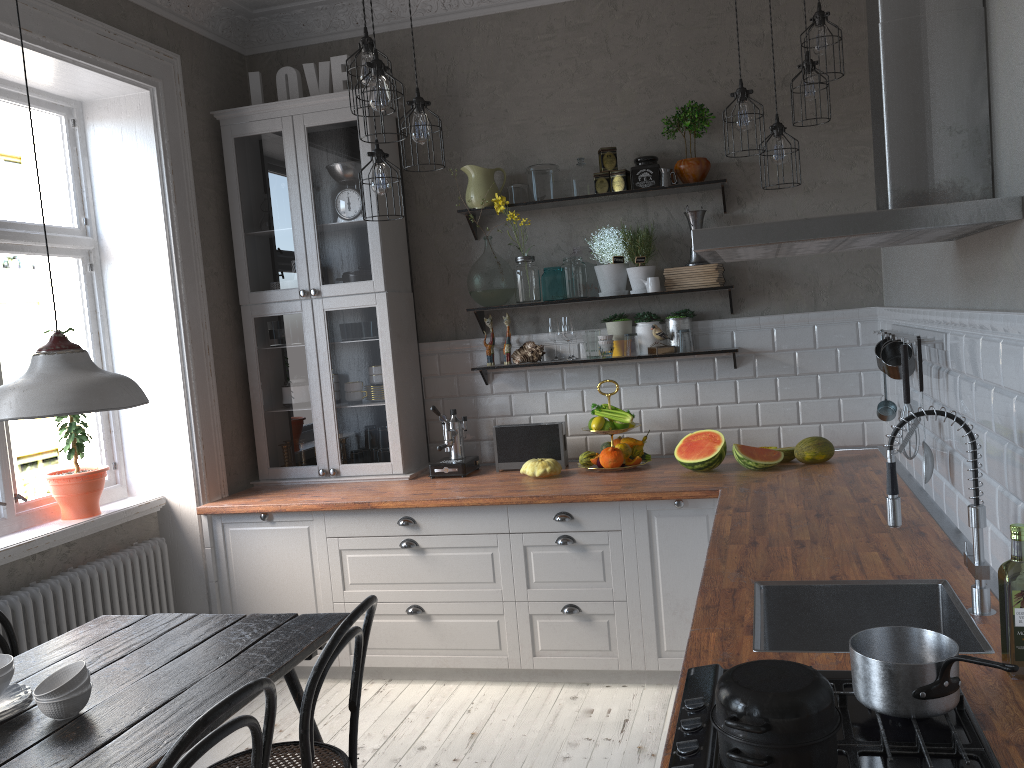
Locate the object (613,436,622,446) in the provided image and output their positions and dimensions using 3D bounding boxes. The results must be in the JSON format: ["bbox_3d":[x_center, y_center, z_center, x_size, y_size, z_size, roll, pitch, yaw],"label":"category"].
[{"bbox_3d":[0.518,0.299,4.290,0.085,0.093,0.087,-4,4,11],"label":"object"}]

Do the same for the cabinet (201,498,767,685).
[{"bbox_3d":[0.350,0.925,3.013,2.024,0.854,4.118,-7,5,-28],"label":"cabinet"}]

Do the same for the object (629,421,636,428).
[{"bbox_3d":[0.561,0.192,4.212,0.051,0.050,0.050,-3,4,24],"label":"object"}]

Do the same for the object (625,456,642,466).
[{"bbox_3d":[0.568,0.361,4.156,0.069,0.051,0.088,-7,5,-27],"label":"object"}]

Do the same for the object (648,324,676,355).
[{"bbox_3d":[0.725,-0.218,4.280,0.120,0.147,0.099,-6,4,-17],"label":"object"}]

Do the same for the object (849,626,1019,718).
[{"bbox_3d":[0.711,0.473,1.467,0.178,0.134,0.297,-8,5,-40],"label":"object"}]

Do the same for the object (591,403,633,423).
[{"bbox_3d":[0.474,0.135,4.190,0.208,0.101,0.068,-3,4,21],"label":"object"}]

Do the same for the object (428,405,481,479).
[{"bbox_3d":[-0.311,0.270,4.367,0.203,0.370,0.357,-4,4,15],"label":"object"}]

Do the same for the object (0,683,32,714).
[{"bbox_3d":[-1.299,0.788,2.147,0.232,0.027,0.242,-2,5,38],"label":"object"}]

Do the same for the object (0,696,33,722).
[{"bbox_3d":[-1.297,0.805,2.148,0.233,0.027,0.242,-2,5,33],"label":"object"}]

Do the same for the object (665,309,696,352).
[{"bbox_3d":[0.835,-0.265,4.349,0.157,0.213,0.154,-4,4,13],"label":"object"}]

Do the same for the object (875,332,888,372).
[{"bbox_3d":[1.444,-0.118,3.376,0.106,0.161,0.139,-3,5,27],"label":"object"}]

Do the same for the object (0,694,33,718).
[{"bbox_3d":[-1.298,0.796,2.148,0.240,0.027,0.234,-6,4,-17],"label":"object"}]

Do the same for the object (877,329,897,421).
[{"bbox_3d":[1.530,-0.035,3.635,0.076,0.379,0.083,-4,4,15],"label":"object"}]

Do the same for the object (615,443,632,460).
[{"bbox_3d":[0.519,0.317,4.172,0.087,0.078,0.089,-1,5,41],"label":"object"}]

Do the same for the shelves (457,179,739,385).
[{"bbox_3d":[0.428,-0.455,4.376,1.303,0.923,0.231,-4,4,14],"label":"shelves"}]

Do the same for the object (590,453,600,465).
[{"bbox_3d":[0.412,0.360,4.236,0.090,0.057,0.083,-9,5,-43],"label":"object"}]

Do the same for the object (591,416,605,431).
[{"bbox_3d":[0.406,0.186,4.166,0.058,0.069,0.080,-2,5,34],"label":"object"}]

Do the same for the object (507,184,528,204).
[{"bbox_3d":[0.032,-0.939,4.431,0.102,0.111,0.104,-4,4,15],"label":"object"}]

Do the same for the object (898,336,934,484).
[{"bbox_3d":[1.255,0.072,2.788,0.080,0.443,0.332,-4,4,16],"label":"object"}]

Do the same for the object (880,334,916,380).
[{"bbox_3d":[1.366,-0.095,3.130,0.106,0.161,0.139,-2,5,32],"label":"object"}]

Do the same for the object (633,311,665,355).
[{"bbox_3d":[0.674,-0.255,4.380,0.170,0.214,0.150,-1,6,45],"label":"object"}]

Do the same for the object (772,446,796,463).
[{"bbox_3d":[1.223,0.319,4.006,0.203,0.073,0.118,-6,4,-22],"label":"object"}]

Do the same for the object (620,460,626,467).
[{"bbox_3d":[0.503,0.371,4.178,0.070,0.065,0.070,-2,5,36],"label":"object"}]

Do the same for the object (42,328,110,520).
[{"bbox_3d":[-1.894,0.167,3.797,0.254,0.813,0.265,-1,6,42],"label":"object"}]

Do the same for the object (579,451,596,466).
[{"bbox_3d":[0.384,0.356,4.280,0.075,0.072,0.155,-1,6,44],"label":"object"}]

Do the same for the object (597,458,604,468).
[{"bbox_3d":[0.432,0.366,4.248,0.070,0.076,0.228,-5,4,-2],"label":"object"}]

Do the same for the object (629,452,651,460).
[{"bbox_3d":[0.585,0.341,4.278,0.055,0.044,0.212,-8,5,-36],"label":"object"}]

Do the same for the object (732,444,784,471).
[{"bbox_3d":[1.079,0.315,3.858,0.225,0.127,0.148,-5,4,-3],"label":"object"}]

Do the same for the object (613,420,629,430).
[{"bbox_3d":[0.514,0.200,4.192,0.076,0.062,0.099,-6,4,-12],"label":"object"}]

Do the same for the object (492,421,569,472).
[{"bbox_3d":[0.092,0.309,4.364,0.348,0.226,0.089,-4,4,14],"label":"object"}]

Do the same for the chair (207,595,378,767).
[{"bbox_3d":[-0.591,1.024,2.303,0.544,0.921,0.441,-4,4,12],"label":"chair"}]

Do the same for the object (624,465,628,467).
[{"bbox_3d":[0.540,0.389,4.228,0.065,0.014,0.066,-7,4,-28],"label":"object"}]

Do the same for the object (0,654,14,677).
[{"bbox_3d":[-1.304,0.732,2.143,0.179,0.094,0.180,-4,4,6],"label":"object"}]

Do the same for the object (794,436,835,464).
[{"bbox_3d":[1.339,0.292,3.924,0.207,0.119,0.130,-6,4,-23],"label":"object"}]

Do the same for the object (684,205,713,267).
[{"bbox_3d":[0.885,-0.709,4.245,0.131,0.288,0.130,-5,4,0],"label":"object"}]

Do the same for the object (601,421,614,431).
[{"bbox_3d":[0.451,0.205,4.172,0.063,0.061,0.067,-4,4,15],"label":"object"}]

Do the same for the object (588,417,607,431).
[{"bbox_3d":[0.413,0.196,4.243,0.095,0.078,0.101,-5,4,2],"label":"object"}]

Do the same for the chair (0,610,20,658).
[{"bbox_3d":[-1.473,1.079,2.563,0.540,0.921,0.445,-3,5,27],"label":"chair"}]

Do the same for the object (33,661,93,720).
[{"bbox_3d":[-1.082,0.742,2.135,0.122,0.119,0.130,-2,5,31],"label":"object"}]

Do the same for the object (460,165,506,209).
[{"bbox_3d":[-0.142,-0.977,4.409,0.187,0.216,0.176,-3,5,29],"label":"object"}]

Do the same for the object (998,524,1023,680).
[{"bbox_3d":[0.955,0.400,1.631,0.088,0.282,0.082,-4,4,15],"label":"object"}]

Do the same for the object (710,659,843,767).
[{"bbox_3d":[0.390,0.503,1.309,0.191,0.147,0.192,-5,4,-5],"label":"object"}]

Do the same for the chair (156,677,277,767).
[{"bbox_3d":[-0.740,1.068,1.839,0.541,0.921,0.444,-3,4,22],"label":"chair"}]

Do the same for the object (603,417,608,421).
[{"bbox_3d":[0.444,0.185,4.312,0.057,0.054,0.061,-1,5,40],"label":"object"}]

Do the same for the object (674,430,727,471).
[{"bbox_3d":[0.843,0.303,3.966,0.231,0.174,0.222,-2,5,37],"label":"object"}]

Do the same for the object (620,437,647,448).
[{"bbox_3d":[0.580,0.280,4.229,0.126,0.056,0.060,-4,4,7],"label":"object"}]

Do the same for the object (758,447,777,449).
[{"bbox_3d":[1.136,0.321,4.128,0.196,0.067,0.104,-3,4,21],"label":"object"}]

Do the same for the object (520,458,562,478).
[{"bbox_3d":[0.136,0.392,4.149,0.195,0.083,0.191,-4,4,15],"label":"object"}]

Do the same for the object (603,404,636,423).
[{"bbox_3d":[0.520,0.138,4.250,0.177,0.096,0.090,-2,5,35],"label":"object"}]

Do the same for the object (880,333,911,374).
[{"bbox_3d":[1.410,-0.107,3.251,0.107,0.161,0.138,-4,4,17],"label":"object"}]

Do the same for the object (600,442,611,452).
[{"bbox_3d":[0.491,0.311,4.305,0.077,0.076,0.157,-1,5,41],"label":"object"}]

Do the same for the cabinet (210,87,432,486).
[{"bbox_3d":[-0.949,-0.446,4.566,0.870,1.921,0.391,-4,4,14],"label":"cabinet"}]

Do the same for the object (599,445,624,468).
[{"bbox_3d":[0.461,0.338,4.110,0.114,0.111,0.110,-6,4,-18],"label":"object"}]

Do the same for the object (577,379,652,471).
[{"bbox_3d":[0.472,0.190,4.223,0.352,0.426,0.351,-5,4,0],"label":"object"}]

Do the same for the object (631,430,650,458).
[{"bbox_3d":[0.605,0.285,4.216,0.060,0.120,0.128,-2,5,39],"label":"object"}]

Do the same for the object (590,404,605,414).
[{"bbox_3d":[0.410,0.118,4.209,0.073,0.058,0.050,-5,4,-9],"label":"object"}]

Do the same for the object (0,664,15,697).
[{"bbox_3d":[-1.302,0.752,2.144,0.179,0.094,0.180,-4,4,6],"label":"object"}]
